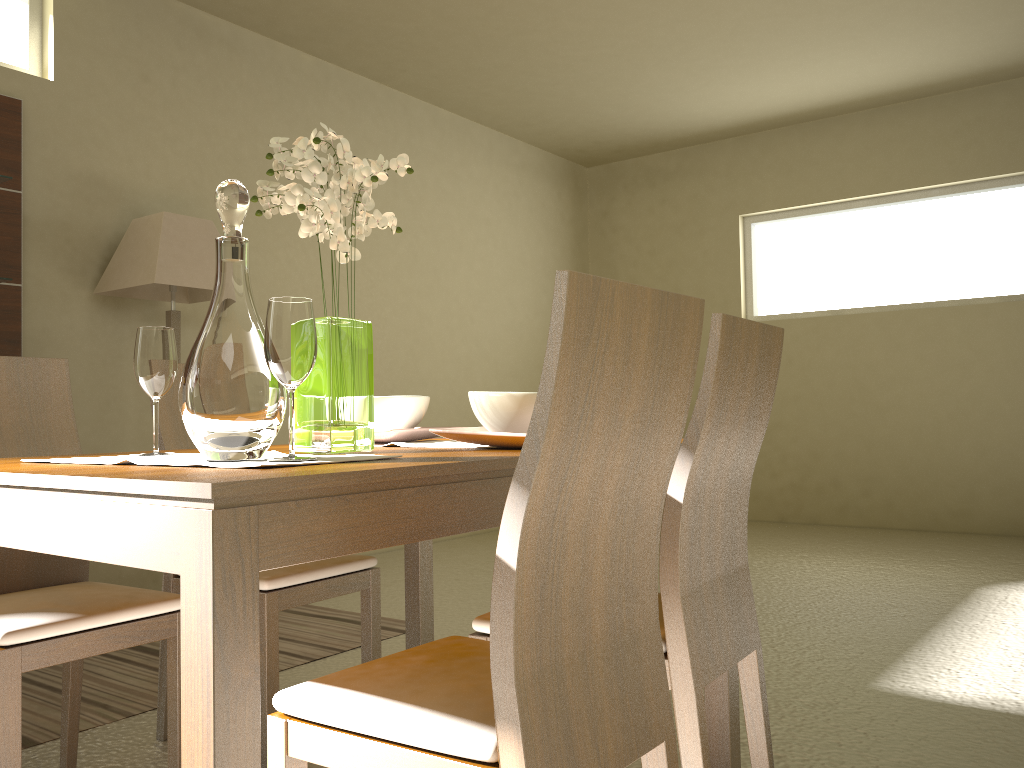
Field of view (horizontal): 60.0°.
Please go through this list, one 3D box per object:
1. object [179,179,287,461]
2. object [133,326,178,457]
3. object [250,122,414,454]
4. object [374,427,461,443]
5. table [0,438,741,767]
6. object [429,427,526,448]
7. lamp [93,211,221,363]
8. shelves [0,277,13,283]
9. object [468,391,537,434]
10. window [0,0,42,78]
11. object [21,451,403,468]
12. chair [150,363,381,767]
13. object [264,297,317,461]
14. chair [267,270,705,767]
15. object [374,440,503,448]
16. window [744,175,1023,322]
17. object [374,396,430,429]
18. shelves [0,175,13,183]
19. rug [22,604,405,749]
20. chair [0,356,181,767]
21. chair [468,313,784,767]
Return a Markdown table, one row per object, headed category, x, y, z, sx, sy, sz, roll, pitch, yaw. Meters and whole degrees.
| category | x | y | z | sx | sy | sz | roll | pitch | yaw |
| --- | --- | --- | --- | --- | --- | --- | --- | --- | --- |
| object | -0.424 | -0.099 | 1.348 | 0.156 | 0.426 | 0.156 | -1 | -2 | -12 |
| object | -0.647 | 0.014 | 1.610 | 0.075 | 0.232 | 0.075 | -1 | -2 | -5 |
| object | -0.351 | -0.173 | 1.694 | 0.304 | 0.608 | 0.302 | -3 | -3 | 39 |
| object | -0.310 | 0.122 | 2.109 | 0.283 | 0.033 | 0.283 | -2 | -2 | 30 |
| table | -0.293 | 0.527 | 1.778 | 1.000 | 0.790 | 1.411 | -2 | -2 | 36 |
| object | 0.029 | 0.105 | 1.748 | 0.283 | 0.041 | 0.283 | -2 | -2 | 36 |
| lamp | -1.556 | 0.131 | 4.081 | 0.499 | 1.782 | 0.499 | -2 | -2 | 36 |
| shelves | -2.824 | -0.433 | 2.622 | 0.255 | 0.008 | 2.463 | -2 | -2 | 36 |
| object | 0.031 | 0.065 | 1.747 | 0.233 | 0.107 | 0.232 | 1 | -3 | -42 |
| window | -0.854 | -0.599 | 0.750 | 6.429 | 3.000 | 4.466 | -2 | -2 | 34 |
| object | -0.497 | 0.119 | 1.443 | 0.589 | 0.010 | 0.287 | -2 | -2 | 33 |
| chair | -0.687 | 0.443 | 2.425 | 0.507 | 1.017 | 0.404 | -2 | -2 | 34 |
| object | -0.319 | -0.006 | 1.280 | 0.075 | 0.232 | 0.075 | -1 | -2 | -5 |
| chair | -0.024 | 0.391 | 1.261 | 0.507 | 1.017 | 0.404 | -3 | -2 | 37 |
| object | -0.166 | 0.133 | 2.017 | 0.589 | 0.010 | 0.287 | -3 | -3 | 39 |
| window | 2.681 | -0.928 | 6.427 | 2.025 | 0.848 | 0.100 | -2 | -2 | 36 |
| object | -0.311 | 0.082 | 2.110 | 0.233 | 0.101 | 0.233 | -2 | -2 | 25 |
| shelves | -2.831 | -0.841 | 2.636 | 0.255 | 0.008 | 2.463 | -2 | -2 | 36 |
| rug | -1.149 | 0.986 | 3.220 | 0.843 | 0.010 | 1.613 | -2 | -2 | 36 |
| chair | -1.026 | 0.433 | 1.941 | 0.507 | 1.017 | 0.404 | -2 | -2 | 36 |
| chair | 0.237 | 0.402 | 1.719 | 0.507 | 1.017 | 0.404 | -2 | -2 | 33 |
